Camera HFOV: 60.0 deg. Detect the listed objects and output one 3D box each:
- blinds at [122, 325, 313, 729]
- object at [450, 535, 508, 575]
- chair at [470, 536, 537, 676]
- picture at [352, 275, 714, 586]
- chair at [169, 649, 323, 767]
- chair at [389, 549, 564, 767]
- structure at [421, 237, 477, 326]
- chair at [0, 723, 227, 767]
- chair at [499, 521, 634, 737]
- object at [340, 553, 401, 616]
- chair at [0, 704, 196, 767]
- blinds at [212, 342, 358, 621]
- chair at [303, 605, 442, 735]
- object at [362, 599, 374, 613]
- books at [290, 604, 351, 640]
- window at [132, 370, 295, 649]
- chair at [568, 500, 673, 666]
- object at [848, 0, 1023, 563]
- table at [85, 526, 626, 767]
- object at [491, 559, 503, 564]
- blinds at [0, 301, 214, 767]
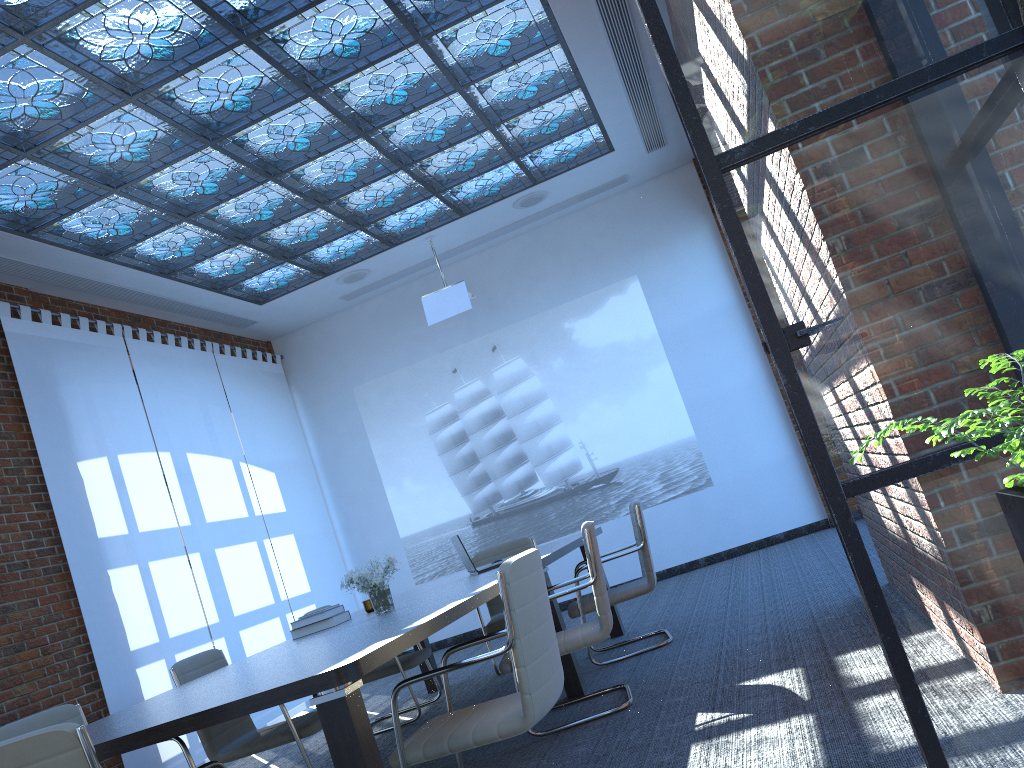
[{"bbox_3d":[-2.651,1.282,8.184,0.040,3.740,1.321,-20,-7,13],"label":"blinds"},{"bbox_3d":[-0.193,1.090,5.853,0.322,0.281,0.393,-17,-8,-13],"label":"object"},{"bbox_3d":[0.032,1.701,6.905,0.560,0.919,0.709,-19,-7,2],"label":"chair"},{"bbox_3d":[0.124,0.551,9.658,3.472,2.350,0.024,-21,-7,13],"label":"picture"},{"bbox_3d":[-1.346,1.848,4.882,0.707,0.919,0.562,-20,-7,7],"label":"chair"},{"bbox_3d":[-0.106,1.177,3.348,0.708,0.919,0.561,-21,-7,13],"label":"chair"},{"bbox_3d":[-0.688,-1.046,8.750,0.469,0.890,0.391,-21,-7,13],"label":"structure"},{"bbox_3d":[-1.176,1.437,2.690,0.562,0.919,0.707,-21,-8,13],"label":"chair"},{"bbox_3d":[0.246,1.269,4.670,0.707,0.919,0.562,-19,-7,2],"label":"chair"},{"bbox_3d":[-0.747,1.096,4.810,0.331,0.308,0.336,-22,-8,24],"label":"object"},{"bbox_3d":[-1.732,1.806,3.802,0.709,0.919,0.560,-21,-7,17],"label":"chair"},{"bbox_3d":[-2.301,1.374,9.495,0.040,3.740,1.360,-20,-7,13],"label":"blinds"},{"bbox_3d":[-0.973,1.945,6.283,0.708,0.919,0.561,-20,-7,8],"label":"chair"},{"bbox_3d":[-0.888,1.345,5.508,0.091,0.141,0.092,-18,-7,-9],"label":"object"},{"bbox_3d":[-1.167,1.433,5.366,0.295,0.114,0.255,-21,-8,12],"label":"books"},{"bbox_3d":[-3.829,1.390,5.630,0.160,3.591,9.638,-20,-9,13],"label":"window"},{"bbox_3d":[0.679,1.326,5.948,0.707,0.919,0.562,-19,-7,2],"label":"chair"},{"bbox_3d":[0.590,-0.293,0.856,0.948,2.480,1.326,-21,-7,13],"label":"object"},{"bbox_3d":[-0.577,1.637,4.835,1.815,0.806,4.511,-21,-9,13],"label":"table"},{"bbox_3d":[-0.101,1.240,6.166,0.101,0.034,0.059,-18,-8,-6],"label":"object"},{"bbox_3d":[-2.996,1.192,6.888,0.040,3.740,1.316,-20,-7,13],"label":"blinds"}]
